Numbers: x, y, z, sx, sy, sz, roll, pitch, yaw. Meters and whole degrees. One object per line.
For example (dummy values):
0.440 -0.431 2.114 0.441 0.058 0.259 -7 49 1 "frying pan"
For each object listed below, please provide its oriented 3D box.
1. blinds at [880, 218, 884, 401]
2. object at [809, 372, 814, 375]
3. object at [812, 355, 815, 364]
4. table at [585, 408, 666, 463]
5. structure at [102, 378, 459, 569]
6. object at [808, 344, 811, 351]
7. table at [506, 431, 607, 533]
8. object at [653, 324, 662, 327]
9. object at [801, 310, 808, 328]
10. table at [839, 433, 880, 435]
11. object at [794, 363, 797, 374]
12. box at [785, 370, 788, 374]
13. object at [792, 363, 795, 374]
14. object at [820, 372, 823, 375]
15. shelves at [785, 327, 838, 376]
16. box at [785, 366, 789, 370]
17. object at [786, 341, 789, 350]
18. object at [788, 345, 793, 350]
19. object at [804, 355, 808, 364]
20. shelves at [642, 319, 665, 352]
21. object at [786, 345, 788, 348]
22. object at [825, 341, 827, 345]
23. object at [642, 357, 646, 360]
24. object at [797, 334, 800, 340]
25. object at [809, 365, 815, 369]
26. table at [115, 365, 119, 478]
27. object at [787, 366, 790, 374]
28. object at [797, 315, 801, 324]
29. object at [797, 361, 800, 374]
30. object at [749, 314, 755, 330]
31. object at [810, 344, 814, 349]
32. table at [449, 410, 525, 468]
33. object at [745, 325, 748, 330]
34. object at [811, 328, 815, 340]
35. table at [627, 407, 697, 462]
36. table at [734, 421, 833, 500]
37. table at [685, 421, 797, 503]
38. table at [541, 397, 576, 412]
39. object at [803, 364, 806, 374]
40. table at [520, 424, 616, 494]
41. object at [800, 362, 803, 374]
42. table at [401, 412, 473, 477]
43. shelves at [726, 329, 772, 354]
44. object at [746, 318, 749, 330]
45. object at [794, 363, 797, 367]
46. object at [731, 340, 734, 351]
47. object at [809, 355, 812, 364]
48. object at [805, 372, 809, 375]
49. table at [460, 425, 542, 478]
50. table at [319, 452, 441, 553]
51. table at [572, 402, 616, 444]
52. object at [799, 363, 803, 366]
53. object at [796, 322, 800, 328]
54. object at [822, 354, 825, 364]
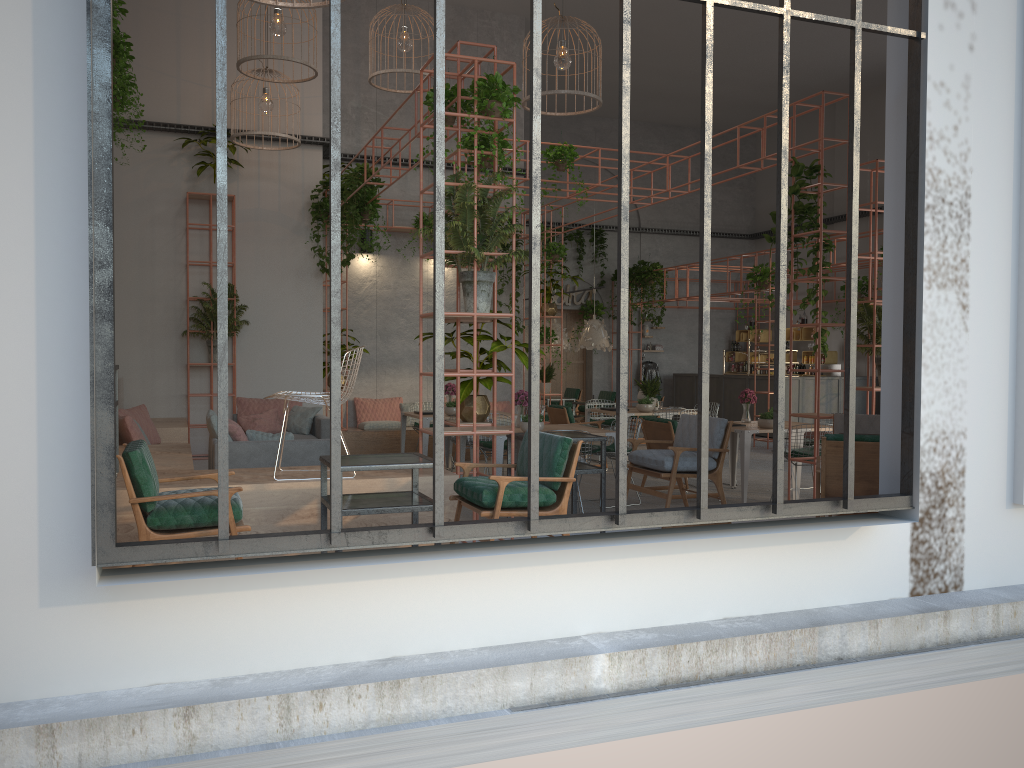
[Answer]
8.437 -1.156 15.947 0.414 4.389 4.957 0 2 -20 "blinds"
6.549 -0.252 19.381 0.115 0.107 0.115 2 2 36 "object"
6.563 -0.533 19.288 0.069 0.191 0.069 0 2 -3 "object"
1.627 0.800 12.884 0.694 0.830 1.205 0 2 -21 "table"
-2.854 0.597 8.177 3.396 1.111 9.152 0 2 -21 "structure"
6.530 -0.805 19.462 0.083 0.159 0.083 1 2 24 "object"
0.343 0.803 7.029 0.635 0.798 0.602 0 2 -21 "table"
3.548 -1.436 21.625 0.263 0.101 0.013 0 2 -21 "object"
6.528 -1.451 19.801 0.134 0.386 0.134 -1 2 -32 "object"
2.884 0.817 6.969 0.602 0.798 0.635 1 2 19 "table"
6.355 -0.338 19.875 0.082 0.246 0.082 1 2 12 "object"
6.231 -0.271 20.183 0.058 0.093 0.122 0 2 -21 "box"
6.324 -0.342 19.971 0.072 0.248 0.094 0 2 -21 "object"
6.764 -0.263 19.383 0.073 0.131 0.073 -1 2 -28 "object"
6.514 -0.337 19.762 0.328 1.838 1.750 0 2 -21 "shelves"
6.268 -0.364 20.197 0.058 0.093 0.122 0 2 -9 "box"
6.333 -0.900 20.391 0.066 0.291 0.066 1 2 19 "object"
6.358 -0.825 20.291 0.115 0.147 0.115 0 2 -12 "object"
6.474 -0.541 19.525 0.069 0.191 0.069 0 2 -9 "object"
3.430 -1.174 21.568 0.560 0.790 0.186 0 2 -20 "shelves"
6.235 -0.824 20.244 0.115 0.147 0.115 0 2 -12 "object"
6.771 -0.851 19.173 0.075 0.273 0.075 -1 2 -32 "object"
3.202 -0.633 21.568 0.093 0.121 0.049 0 2 -18 "object"
6.431 -1.047 19.771 0.123 0.142 0.141 0 2 -21 "object"
6.589 -0.359 19.460 0.115 0.107 0.115 2 2 36 "object"
-2.945 0.274 5.846 0.635 0.798 0.602 0 2 -21 "table"
6.281 -0.330 20.071 0.073 0.219 0.105 0 2 -14 "object"
6.494 -1.415 19.994 0.134 0.301 0.134 -1 2 -32 "object"
6.390 -0.358 19.799 0.066 0.291 0.066 -1 2 -36 "object"
5.852 -1.509 21.597 0.134 0.386 0.134 1 2 13 "object"
6.562 -0.802 19.377 0.083 0.159 0.083 1 2 24 "object"
-0.365 0.813 12.139 0.694 0.830 1.214 0 2 -21 "table"
5.707 -1.377 21.579 0.088 0.123 0.088 2 2 36 "object"
6.623 -1.095 19.436 0.137 0.261 0.137 1 2 15 "object"
2.277 0.796 13.134 0.694 0.830 1.214 0 2 -21 "table"
3.275 0.892 10.537 0.694 0.830 1.214 0 2 -21 "table"
2.624 0.897 10.287 0.694 0.830 1.205 0 2 -21 "table"
0.873 0.682 17.751 0.635 0.798 0.602 0 2 -21 "table"
6.547 -0.358 19.868 0.074 0.287 0.072 1 2 11 "object"
0.598 0.895 9.580 0.694 0.830 1.214 0 2 -21 "table"
6.472 -0.354 19.836 0.065 0.280 0.065 1 2 23 "object"
-1.015 0.817 11.889 0.694 0.830 1.205 0 2 -21 "table"
5.837 -0.395 21.558 0.328 1.838 1.750 0 2 -21 "shelves"
5.817 -1.473 21.790 0.134 0.301 0.134 -1 2 -32 "object"
6.392 -0.342 19.995 0.072 0.248 0.094 0 2 -21 "object"
5.507 -0.956 22.133 0.066 0.291 0.066 2 2 39 "object"
6.531 -0.536 19.373 0.069 0.191 0.069 1 2 15 "object"
6.503 -0.256 19.503 0.115 0.107 0.115 0 2 -24 "object"
-0.051 0.900 9.331 0.694 0.830 1.205 0 2 -21 "table"
-0.797 0.848 5.340 0.635 0.798 0.602 0 2 -21 "table"
1.491 0.735 16.110 0.635 0.798 0.602 0 2 -21 "table"
6.524 -0.343 20.048 0.072 0.248 0.094 0 2 -21 "object"
6.384 -1.320 19.784 0.088 0.123 0.088 2 2 36 "object"
6.712 -0.532 19.014 0.131 0.207 0.131 1 2 24 "object"
